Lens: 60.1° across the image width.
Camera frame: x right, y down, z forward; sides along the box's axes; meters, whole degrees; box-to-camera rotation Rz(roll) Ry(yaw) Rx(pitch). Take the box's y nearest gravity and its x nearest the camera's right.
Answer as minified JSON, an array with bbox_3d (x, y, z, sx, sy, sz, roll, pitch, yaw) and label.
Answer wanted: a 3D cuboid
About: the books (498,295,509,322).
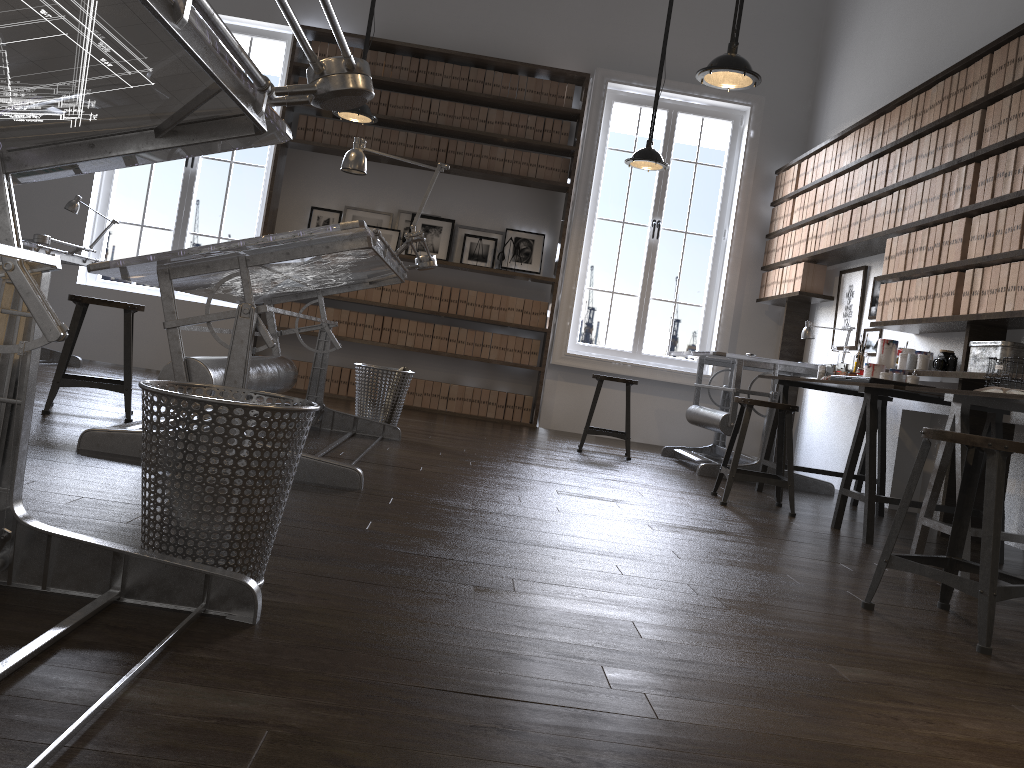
[{"bbox_3d":[-0.074,-0.633,7.516,0.066,0.226,0.174,9,0,-3],"label":"books"}]

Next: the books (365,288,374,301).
[{"bbox_3d":[-1.185,-0.802,7.465,0.066,0.226,0.174,9,0,-3],"label":"books"}]

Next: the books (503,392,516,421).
[{"bbox_3d":[-0.023,0.190,7.500,0.067,0.226,0.174,9,0,-3],"label":"books"}]

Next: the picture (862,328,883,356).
[{"bbox_3d":[2.342,-0.272,5.762,0.023,0.183,0.251,9,1,-3],"label":"picture"}]

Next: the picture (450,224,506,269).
[{"bbox_3d":[-0.292,-1.161,7.587,0.433,0.361,0.095,9,-1,-3],"label":"picture"}]

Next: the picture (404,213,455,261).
[{"bbox_3d":[-0.696,-1.239,7.519,0.373,0.392,0.148,9,-1,-3],"label":"picture"}]

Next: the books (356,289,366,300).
[{"bbox_3d":[-1.251,-0.812,7.458,0.067,0.226,0.174,9,0,-3],"label":"books"}]

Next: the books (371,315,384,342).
[{"bbox_3d":[-1.126,-0.467,7.464,0.066,0.226,0.174,9,0,-3],"label":"books"}]

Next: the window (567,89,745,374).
[{"bbox_3d":[1.217,-1.291,7.559,1.244,2.312,0.153,9,-1,-3],"label":"window"}]

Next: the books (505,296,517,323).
[{"bbox_3d":[-0.012,-0.623,7.517,0.066,0.226,0.174,9,0,-3],"label":"books"}]

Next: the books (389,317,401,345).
[{"bbox_3d":[-0.979,-0.444,7.471,0.066,0.226,0.174,9,0,-3],"label":"books"}]

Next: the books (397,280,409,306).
[{"bbox_3d":[-0.913,-0.761,7.480,0.066,0.226,0.174,9,0,-3],"label":"books"}]

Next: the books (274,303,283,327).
[{"bbox_3d":[-1.952,-0.593,7.420,0.067,0.226,0.174,9,0,-3],"label":"books"}]

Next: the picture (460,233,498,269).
[{"bbox_3d":[-0.283,-1.124,7.546,0.289,0.291,0.127,9,-1,-3],"label":"picture"}]

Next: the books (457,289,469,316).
[{"bbox_3d":[-0.417,-0.685,7.502,0.066,0.226,0.174,9,0,-3],"label":"books"}]

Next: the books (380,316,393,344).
[{"bbox_3d":[-1.052,-0.456,7.462,0.067,0.226,0.174,9,0,-3],"label":"books"}]

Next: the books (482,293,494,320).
[{"bbox_3d":[-0.207,-0.653,7.511,0.066,0.226,0.174,9,0,-3],"label":"books"}]

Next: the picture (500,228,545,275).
[{"bbox_3d":[0.095,-1.137,7.576,0.343,0.365,0.160,9,-1,-3],"label":"picture"}]

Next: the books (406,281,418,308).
[{"bbox_3d":[-0.844,-0.750,7.479,0.066,0.226,0.174,9,0,-3],"label":"books"}]

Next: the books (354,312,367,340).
[{"bbox_3d":[-1.266,-0.488,7.457,0.066,0.226,0.174,9,0,-3],"label":"books"}]

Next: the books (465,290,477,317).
[{"bbox_3d":[-0.346,-0.674,7.501,0.066,0.226,0.174,9,0,-3],"label":"books"}]

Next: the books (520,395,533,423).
[{"bbox_3d":[0.125,0.212,7.510,0.066,0.226,0.174,9,0,-3],"label":"books"}]

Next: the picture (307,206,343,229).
[{"bbox_3d":[-1.603,-1.341,7.545,0.266,0.315,0.058,9,-1,-3],"label":"picture"}]

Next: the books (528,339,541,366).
[{"bbox_3d":[0.188,-0.266,7.519,0.066,0.226,0.174,9,0,-3],"label":"books"}]

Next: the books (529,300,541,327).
[{"bbox_3d":[0.192,-0.592,7.530,0.066,0.226,0.174,9,0,-3],"label":"books"}]

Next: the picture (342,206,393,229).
[{"bbox_3d":[-1.248,-1.311,7.543,0.415,0.366,0.083,9,-1,-3],"label":"picture"}]

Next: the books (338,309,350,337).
[{"bbox_3d":[-1.403,-0.509,7.445,0.067,0.226,0.174,9,0,-3],"label":"books"}]

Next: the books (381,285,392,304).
[{"bbox_3d":[-1.051,-0.782,7.468,0.067,0.226,0.174,9,0,-3],"label":"books"}]

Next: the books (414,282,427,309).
[{"bbox_3d":[-0.772,-0.739,7.479,0.066,0.226,0.174,9,0,-3],"label":"books"}]

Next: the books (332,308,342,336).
[{"bbox_3d":[-1.469,-0.519,7.447,0.066,0.226,0.174,9,0,-3],"label":"books"}]

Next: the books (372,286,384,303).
[{"bbox_3d":[-1.123,-0.793,7.467,0.066,0.226,0.174,9,0,-3],"label":"books"}]

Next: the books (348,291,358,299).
[{"bbox_3d":[-1.317,-0.822,7.461,0.066,0.226,0.174,9,0,-3],"label":"books"}]

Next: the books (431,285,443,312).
[{"bbox_3d":[-0.639,-0.719,7.490,0.066,0.226,0.174,9,0,-3],"label":"books"}]

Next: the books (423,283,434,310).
[{"bbox_3d":[-0.701,-0.728,7.482,0.067,0.226,0.174,9,0,-3],"label":"books"}]

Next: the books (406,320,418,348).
[{"bbox_3d":[-0.842,-0.424,7.474,0.066,0.226,0.174,9,0,-3],"label":"books"}]

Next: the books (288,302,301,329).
[{"bbox_3d":[-1.809,-0.571,7.430,0.066,0.226,0.174,9,0,-3],"label":"books"}]

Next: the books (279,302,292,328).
[{"bbox_3d":[-1.881,-0.582,7.423,0.066,0.226,0.174,9,0,-3],"label":"books"}]

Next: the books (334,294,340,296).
[{"bbox_3d":[-1.457,-0.844,7.450,0.066,0.226,0.174,9,0,-3],"label":"books"}]

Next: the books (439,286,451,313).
[{"bbox_3d":[-0.564,-0.707,7.495,0.066,0.226,0.174,9,0,-3],"label":"books"}]

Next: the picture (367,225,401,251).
[{"bbox_3d":[-1.109,-1.217,7.472,0.299,0.229,0.144,9,-1,-3],"label":"picture"}]

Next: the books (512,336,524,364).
[{"bbox_3d":[0.047,-0.288,7.517,0.066,0.226,0.174,9,0,-3],"label":"books"}]

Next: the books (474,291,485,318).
[{"bbox_3d":[-0.277,-0.663,7.508,0.066,0.226,0.174,9,0,-3],"label":"books"}]

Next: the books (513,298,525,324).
[{"bbox_3d":[0.054,-0.613,7.518,0.067,0.226,0.174,9,0,-3],"label":"books"}]

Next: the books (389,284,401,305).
[{"bbox_3d":[-0.982,-0.771,7.475,0.066,0.226,0.174,9,0,-3],"label":"books"}]

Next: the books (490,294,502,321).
[{"bbox_3d":[-0.140,-0.642,7.508,0.067,0.226,0.174,9,0,-3],"label":"books"}]

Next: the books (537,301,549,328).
[{"bbox_3d":[0.256,-0.582,7.526,0.067,0.226,0.174,9,0,-3],"label":"books"}]

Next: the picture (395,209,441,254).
[{"bbox_3d":[-0.820,-1.267,7.566,0.369,0.406,0.091,9,-1,-3],"label":"picture"}]

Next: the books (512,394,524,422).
[{"bbox_3d":[0.050,0.201,7.509,0.066,0.226,0.174,9,0,-3],"label":"books"}]

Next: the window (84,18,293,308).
[{"bbox_3d":[-2.703,-1.885,7.501,1.482,2.500,0.153,9,-1,-3],"label":"window"}]

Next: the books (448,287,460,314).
[{"bbox_3d":[-0.491,-0.696,7.493,0.067,0.226,0.174,9,0,-3],"label":"books"}]

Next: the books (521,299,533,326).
[{"bbox_3d":[0.123,-0.602,7.525,0.066,0.226,0.174,9,0,-3],"label":"books"}]

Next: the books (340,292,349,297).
[{"bbox_3d":[-1.388,-0.833,7.458,0.066,0.226,0.174,9,0,-3],"label":"books"}]

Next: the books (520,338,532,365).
[{"bbox_3d":[0.118,-0.277,7.520,0.066,0.226,0.174,9,0,-3],"label":"books"}]

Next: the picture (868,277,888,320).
[{"bbox_3d":[2.388,-0.562,5.759,0.022,0.285,0.201,9,0,-4],"label":"picture"}]

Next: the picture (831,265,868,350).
[{"bbox_3d":[2.349,-0.521,6.174,0.040,0.575,0.415,9,0,-3],"label":"picture"}]

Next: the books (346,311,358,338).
[{"bbox_3d":[-1.336,-0.499,7.454,0.066,0.226,0.174,9,0,-3],"label":"books"}]
